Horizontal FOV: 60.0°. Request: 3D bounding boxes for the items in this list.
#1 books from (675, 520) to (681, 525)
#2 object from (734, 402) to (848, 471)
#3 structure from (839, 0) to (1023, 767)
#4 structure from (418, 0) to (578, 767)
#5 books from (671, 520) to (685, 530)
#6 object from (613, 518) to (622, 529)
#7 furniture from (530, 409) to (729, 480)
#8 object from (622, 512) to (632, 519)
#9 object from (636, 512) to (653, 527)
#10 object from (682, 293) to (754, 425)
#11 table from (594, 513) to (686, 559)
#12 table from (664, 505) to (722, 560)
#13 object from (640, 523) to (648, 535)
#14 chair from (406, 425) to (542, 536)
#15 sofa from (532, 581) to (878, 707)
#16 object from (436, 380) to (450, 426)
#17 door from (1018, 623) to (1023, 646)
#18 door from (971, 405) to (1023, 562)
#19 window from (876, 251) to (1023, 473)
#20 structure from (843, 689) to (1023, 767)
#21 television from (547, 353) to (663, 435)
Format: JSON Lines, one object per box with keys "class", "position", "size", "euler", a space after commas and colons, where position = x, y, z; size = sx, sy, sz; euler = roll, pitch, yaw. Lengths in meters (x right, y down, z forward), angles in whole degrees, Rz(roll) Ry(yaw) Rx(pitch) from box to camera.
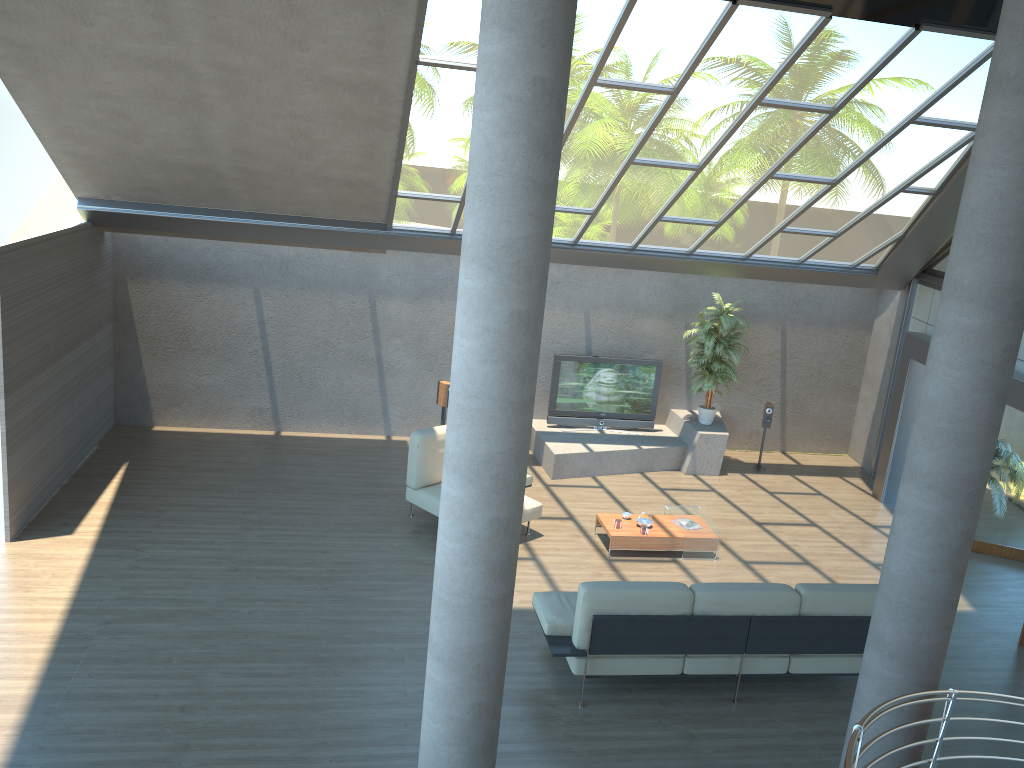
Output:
{"class": "books", "position": [1.940, 1.544, 9.720], "size": [0.189, 0.005, 0.275], "euler": [-1, 16, -27]}
{"class": "object", "position": [0.960, 0.218, 13.810], "size": [21.345, 0.982, 7.863], "euler": [4, 14, -8]}
{"class": "structure", "position": [2.261, -0.487, 4.208], "size": [0.381, 7.125, 0.382], "euler": [14, 16, 32]}
{"class": "structure", "position": [-0.022, -0.610, 3.776], "size": [0.382, 7.125, 0.381], "euler": [3, 14, -11]}
{"class": "books", "position": [1.887, 1.540, 9.728], "size": [0.189, 0.005, 0.275], "euler": [-2, 16, -30]}
{"class": "object", "position": [1.130, 1.482, 9.458], "size": [0.070, 0.101, 0.085], "euler": [3, 14, -12]}
{"class": "furniture", "position": [1.776, 0.827, 12.387], "size": [2.936, 0.610, 1.577], "euler": [3, 14, -11]}
{"class": "object", "position": [1.261, 1.435, 9.733], "size": [0.100, 0.086, 0.102], "euler": [4, 14, -7]}
{"class": "object", "position": [1.431, 1.456, 9.559], "size": [0.178, 0.161, 0.178], "euler": [14, 16, 29]}
{"class": "object", "position": [2.830, -0.342, 12.369], "size": [0.932, 1.857, 0.895], "euler": [16, 17, 36]}
{"class": "table", "position": [1.561, 1.656, 9.662], "size": [1.200, 0.250, 0.600], "euler": [3, 14, -11]}
{"class": "table", "position": [1.959, 1.625, 9.724], "size": [0.400, 0.342, 0.680], "euler": [3, 14, -11]}
{"class": "object", "position": [1.399, 1.533, 9.361], "size": [0.085, 0.101, 0.070], "euler": [10, 14, 16]}
{"class": "chair", "position": [-0.335, 1.068, 9.683], "size": [1.217, 1.023, 1.244], "euler": [-8, 19, -44]}
{"class": "sofa", "position": [1.706, 1.904, 7.339], "size": [3.079, 0.947, 1.166], "euler": [3, 14, -11]}
{"class": "object", "position": [-0.941, 0.439, 12.088], "size": [0.171, 0.959, 0.234], "euler": [-8, 19, -44]}
{"class": "door", "position": [5.947, 1.657, 7.824], "size": [2.298, 1.977, 0.200], "euler": [9, 14, 12]}
{"class": "door", "position": [5.844, 1.071, 10.154], "size": [2.298, 1.977, 0.200], "euler": [10, 14, 17]}
{"class": "window", "position": [6.706, 0.239, 4.138], "size": [1.098, 6.630, 16.616], "euler": [3, 14, -12]}
{"class": "structure", "position": [2.099, 1.732, 2.463], "size": [2.349, 3.653, 6.809], "euler": [13, 15, 26]}
{"class": "television", "position": [1.312, 0.138, 12.557], "size": [1.568, 1.063, 0.396], "euler": [3, 14, -11]}
